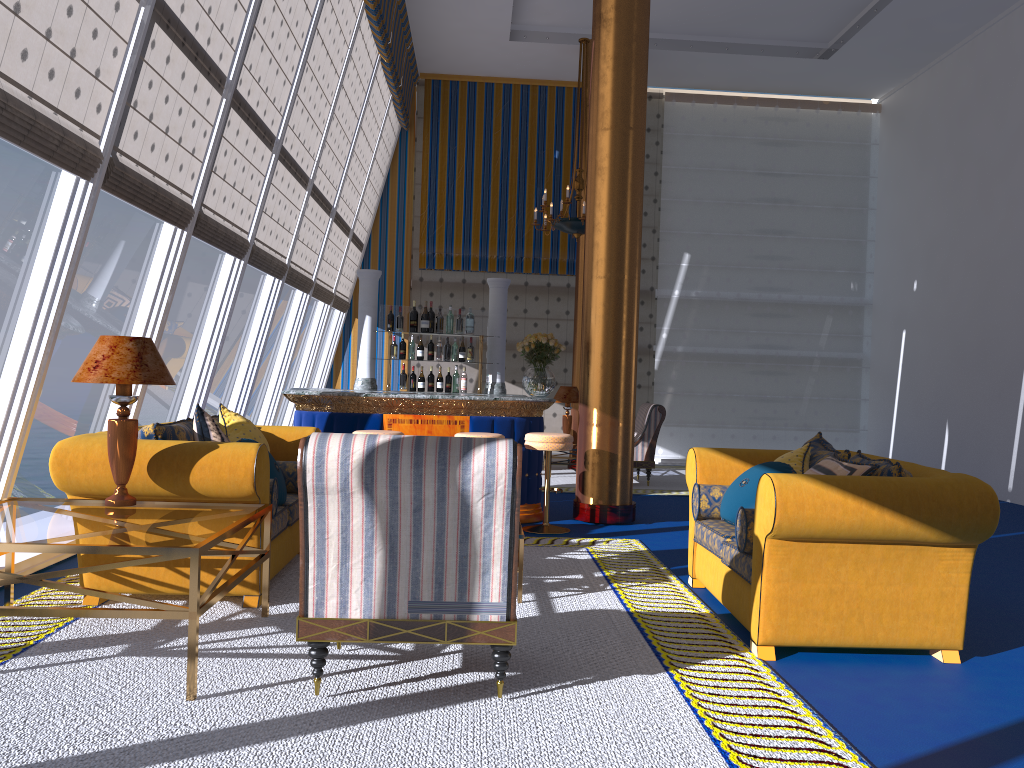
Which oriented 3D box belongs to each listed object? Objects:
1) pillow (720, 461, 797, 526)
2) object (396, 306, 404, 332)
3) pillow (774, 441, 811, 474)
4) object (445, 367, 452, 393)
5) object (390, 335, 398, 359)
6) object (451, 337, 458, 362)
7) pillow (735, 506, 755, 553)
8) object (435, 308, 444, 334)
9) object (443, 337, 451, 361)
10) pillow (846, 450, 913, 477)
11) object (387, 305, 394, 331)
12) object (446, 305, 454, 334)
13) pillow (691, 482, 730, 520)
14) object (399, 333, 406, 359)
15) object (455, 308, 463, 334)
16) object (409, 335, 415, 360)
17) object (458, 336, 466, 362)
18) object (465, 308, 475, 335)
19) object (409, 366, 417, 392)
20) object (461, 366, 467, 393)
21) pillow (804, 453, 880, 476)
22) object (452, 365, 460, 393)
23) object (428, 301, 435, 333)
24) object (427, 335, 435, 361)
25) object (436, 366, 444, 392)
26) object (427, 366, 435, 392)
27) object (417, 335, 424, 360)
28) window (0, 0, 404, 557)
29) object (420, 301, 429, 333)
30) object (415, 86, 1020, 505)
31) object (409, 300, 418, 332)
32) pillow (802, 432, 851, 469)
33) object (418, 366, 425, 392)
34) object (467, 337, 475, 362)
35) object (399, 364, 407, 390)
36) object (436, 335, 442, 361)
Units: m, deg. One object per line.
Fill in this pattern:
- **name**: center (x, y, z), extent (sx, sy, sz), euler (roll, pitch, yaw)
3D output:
- **pillow**: center (1.309, 0.595, 4.718), extent (0.395, 0.367, 0.455), euler (2, 1, -42)
- **object**: center (-1.062, -0.616, 8.419), extent (0.073, 0.246, 0.071), euler (1, 1, -44)
- **pillow**: center (1.541, 0.561, 4.912), extent (0.232, 0.491, 0.611), euler (2, 0, 3)
- **object**: center (-0.605, -0.039, 8.466), extent (0.066, 0.244, 0.065), euler (2, 1, -22)
- **object**: center (-1.103, -0.345, 8.313), extent (0.067, 0.225, 0.065), euler (2, 1, -34)
- **object**: center (-0.545, -0.330, 8.462), extent (0.059, 0.230, 0.058), euler (1, 1, -44)
- **pillow**: center (1.258, 0.692, 4.176), extent (0.372, 0.219, 0.215), euler (2, 0, 1)
- **object**: center (-0.685, -0.600, 8.411), extent (0.077, 0.248, 0.075), euler (1, 1, -39)
- **object**: center (-0.616, -0.333, 8.436), extent (0.072, 0.232, 0.071), euler (2, 1, -24)
- **pillow**: center (1.723, 0.645, 4.380), extent (0.339, 0.610, 0.614), euler (2, 0, 2)
- **object**: center (-1.144, -0.619, 8.371), extent (0.065, 0.244, 0.065), euler (2, 1, 1)
- **object**: center (-0.587, -0.611, 8.411), extent (0.069, 0.271, 0.069), euler (2, 1, 8)
- **pillow**: center (1.250, 0.689, 5.163), extent (0.377, 0.219, 0.215), euler (2, 0, 1)
- **object**: center (-1.028, -0.354, 8.343), extent (0.066, 0.244, 0.065), euler (2, 1, -22)
- **object**: center (-0.499, -0.597, 8.454), extent (0.073, 0.246, 0.071), euler (1, 1, -44)
- **object**: center (-0.941, -0.344, 8.363), extent (0.059, 0.230, 0.058), euler (1, 1, -44)
- **object**: center (-0.474, -0.332, 8.467), extent (0.069, 0.244, 0.068), euler (2, 1, -22)
- **object**: center (-0.403, -0.603, 8.500), extent (0.092, 0.259, 0.091), euler (2, 1, -20)
- **object**: center (-0.936, -0.050, 8.392), extent (0.065, 0.244, 0.065), euler (2, 1, 1)
- **object**: center (-0.459, -0.040, 8.516), extent (0.061, 0.258, 0.061), euler (2, 1, -3)
- **pillow**: center (1.526, 0.581, 4.358), extent (0.328, 0.456, 0.521), euler (2, 0, -3)
- **object**: center (-0.535, -0.047, 8.502), extent (0.069, 0.269, 0.068), euler (1, 1, -42)
- **object**: center (-0.770, -0.633, 8.404), extent (0.081, 0.303, 0.081), euler (2, 1, 14)
- **object**: center (-0.766, -0.345, 8.392), extent (0.066, 0.244, 0.065), euler (2, 1, -22)
- **object**: center (-0.685, -0.045, 8.440), extent (0.069, 0.244, 0.068), euler (2, 1, -22)
- **object**: center (-0.767, -0.048, 8.408), extent (0.066, 0.244, 0.065), euler (2, 1, -22)
- **object**: center (-0.862, -0.345, 8.370), extent (0.069, 0.244, 0.068), euler (2, 1, -22)
- **window**: center (-2.086, -1.832, 6.154), extent (1.621, 5.856, 15.445), euler (2, 0, -2)
- **object**: center (-0.818, -0.633, 8.377), extent (0.085, 0.303, 0.085), euler (2, 1, -9)
- **object**: center (1.922, -6.951, 6.025), extent (63.194, 33.606, 63.347), euler (2, 0, 4)
- **object**: center (-0.924, -0.637, 8.370), extent (0.081, 0.303, 0.081), euler (2, 1, 3)
- **pillow**: center (1.693, 0.612, 4.969), extent (0.353, 0.672, 0.602), euler (2, 0, 5)
- **object**: center (-0.856, -0.047, 8.399), extent (0.069, 0.244, 0.068), euler (2, 1, -22)
- **object**: center (-0.393, -0.329, 8.476), extent (0.071, 0.244, 0.072), euler (2, 1, 18)
- **object**: center (-1.022, -0.070, 8.351), extent (0.071, 0.242, 0.070), euler (2, 1, -21)
- **object**: center (-0.688, -0.340, 8.400), extent (0.057, 0.239, 0.056), euler (2, 1, -28)
